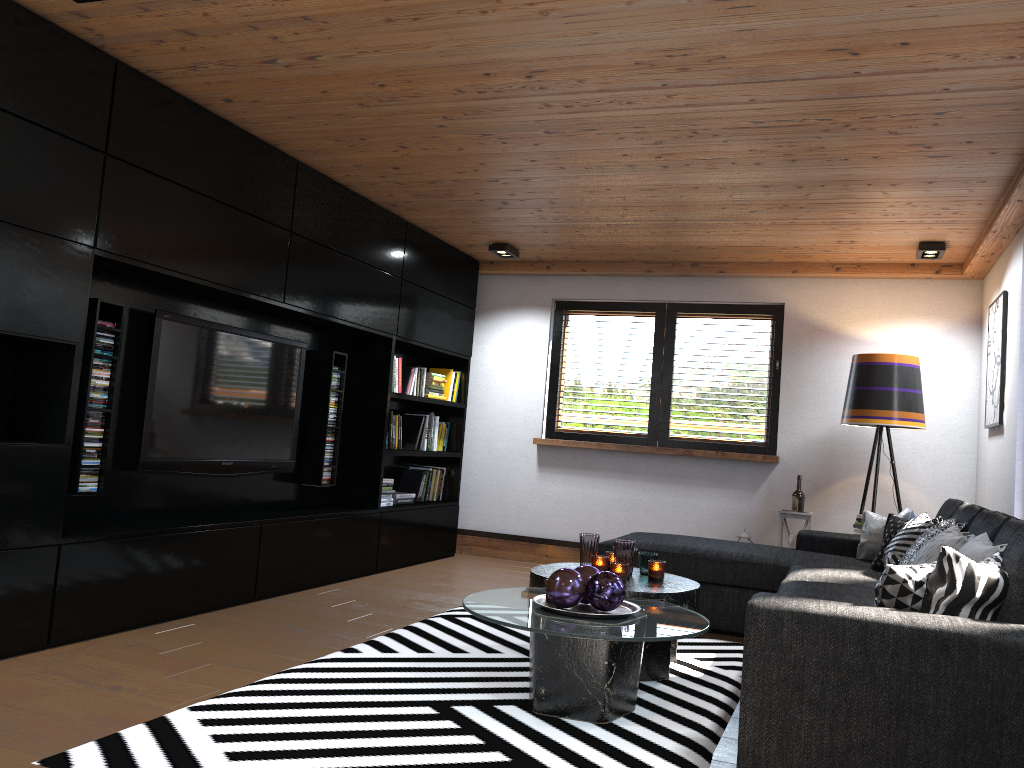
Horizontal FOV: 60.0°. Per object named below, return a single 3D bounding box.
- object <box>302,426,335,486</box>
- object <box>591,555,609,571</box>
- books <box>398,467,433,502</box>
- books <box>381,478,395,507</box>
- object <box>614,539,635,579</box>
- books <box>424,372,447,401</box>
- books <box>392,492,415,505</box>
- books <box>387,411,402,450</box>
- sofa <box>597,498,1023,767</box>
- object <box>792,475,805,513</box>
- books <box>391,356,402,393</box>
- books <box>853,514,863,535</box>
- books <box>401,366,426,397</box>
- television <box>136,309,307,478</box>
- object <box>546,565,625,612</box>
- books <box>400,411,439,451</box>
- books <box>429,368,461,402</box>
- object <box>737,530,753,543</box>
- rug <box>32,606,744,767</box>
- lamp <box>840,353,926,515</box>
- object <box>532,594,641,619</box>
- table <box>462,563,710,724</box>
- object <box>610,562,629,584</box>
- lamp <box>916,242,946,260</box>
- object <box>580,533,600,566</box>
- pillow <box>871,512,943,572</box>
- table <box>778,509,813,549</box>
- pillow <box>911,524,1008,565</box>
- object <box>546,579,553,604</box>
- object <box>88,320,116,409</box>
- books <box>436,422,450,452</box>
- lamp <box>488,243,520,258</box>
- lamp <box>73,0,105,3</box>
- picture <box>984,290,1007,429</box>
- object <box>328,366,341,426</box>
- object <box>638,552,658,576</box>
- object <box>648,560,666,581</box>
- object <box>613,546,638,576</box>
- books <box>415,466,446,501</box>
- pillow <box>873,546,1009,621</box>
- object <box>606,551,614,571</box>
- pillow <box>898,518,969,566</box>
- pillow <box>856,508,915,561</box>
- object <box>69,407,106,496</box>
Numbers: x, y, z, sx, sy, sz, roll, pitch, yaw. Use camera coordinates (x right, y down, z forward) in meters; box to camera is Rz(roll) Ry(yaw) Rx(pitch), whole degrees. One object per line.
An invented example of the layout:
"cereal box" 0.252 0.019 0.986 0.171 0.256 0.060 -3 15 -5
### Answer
"object" -1.221 0.451 5.601 0.124 0.379 0.126 3 -5 20
"object" 0.388 0.805 3.927 0.078 0.081 0.080 2 -5 35
"books" -0.745 0.773 6.839 0.205 0.256 0.246 3 -4 19
"books" -0.982 0.747 6.161 0.256 0.188 0.305 2 -4 27
"object" 0.488 0.767 3.884 0.095 0.168 0.094 5 -4 -8
"books" -0.664 0.018 6.858 0.258 0.197 0.298 3 -4 23
"books" -0.868 0.834 6.493 0.208 0.073 0.268 3 -4 24
"books" -0.904 0.327 6.327 0.208 0.270 0.238 3 -4 20
"sofa" 1.196 0.888 3.989 2.072 0.819 3.109 3 -4 21
"object" 1.994 0.777 6.172 0.088 0.287 0.087 6 -5 -17
"books" -0.904 -0.080 6.139 0.206 0.270 0.242 3 -4 20
"books" 2.371 0.942 5.759 0.220 0.159 0.254 5 -4 -13
"books" -0.795 -0.022 6.601 0.181 0.233 0.286 3 -4 24
"television" -1.527 0.098 4.801 0.050 0.814 1.261 3 -4 21
"object" 0.270 0.745 3.254 0.284 0.143 0.264 4 -4 4
"books" -0.736 0.353 6.734 0.220 0.296 0.347 3 -4 21
"books" -0.548 0.013 7.096 0.211 0.261 0.212 3 -4 20
"object" 1.645 1.251 6.305 0.251 0.463 0.252 3 -5 20
"rug" 0.002 1.165 3.435 1.649 0.020 2.919 3 -4 20
"lamp" 2.950 0.711 5.800 1.630 1.701 0.522 5 -4 -2
"object" 0.270 0.810 3.233 0.390 0.022 0.399 1 -5 39
"table" 0.369 1.004 3.512 0.889 0.372 1.534 3 -4 21
"object" 0.453 0.799 3.754 0.078 0.081 0.080 2 -5 35
"lamp" 2.674 -0.856 5.662 0.154 0.068 0.263 3 -4 21
"object" 0.348 0.765 4.022 0.095 0.168 0.094 5 -4 -8
"pillow" 1.977 0.811 4.388 0.309 0.364 0.671 3 -4 16
"table" 1.953 1.190 6.146 0.225 0.609 0.226 3 -5 20
"pillow" 1.569 0.684 3.171 0.282 0.329 0.730 4 -4 11
"object" 0.163 0.773 3.305 0.078 0.081 0.080 2 -5 35
"object" -1.852 -0.088 3.879 0.124 0.380 0.126 3 -5 20
"books" -0.636 0.412 7.041 0.187 0.238 0.291 3 -4 19
"lamp" -0.058 -1.004 6.648 0.154 0.068 0.263 3 -4 21
"lamp" -1.467 -1.351 2.909 0.154 0.068 0.263 3 -4 21
"picture" 2.930 -0.130 5.373 0.020 0.782 0.566 3 -5 21
"object" -1.192 0.074 5.631 0.124 0.380 0.126 3 -5 20
"object" 0.620 0.824 4.057 0.093 0.099 0.091 7 -5 -33
"object" 0.638 0.824 3.913 0.078 0.081 0.080 2 -5 35
"object" 0.508 0.800 3.998 0.113 0.122 0.113 5 -4 -3
"books" -0.671 0.788 7.036 0.211 0.261 0.253 3 -4 20
"pillow" 1.323 0.657 2.694 0.539 0.346 0.297 6 -4 -19
"object" 0.473 0.824 4.113 0.078 0.081 0.080 2 -5 35
"pillow" 1.785 0.755 3.783 0.273 0.356 0.732 3 -4 21
"pillow" 2.085 0.846 4.885 0.217 0.347 0.567 4 -4 1
"object" -1.881 0.288 3.850 0.124 0.379 0.126 3 -5 20
